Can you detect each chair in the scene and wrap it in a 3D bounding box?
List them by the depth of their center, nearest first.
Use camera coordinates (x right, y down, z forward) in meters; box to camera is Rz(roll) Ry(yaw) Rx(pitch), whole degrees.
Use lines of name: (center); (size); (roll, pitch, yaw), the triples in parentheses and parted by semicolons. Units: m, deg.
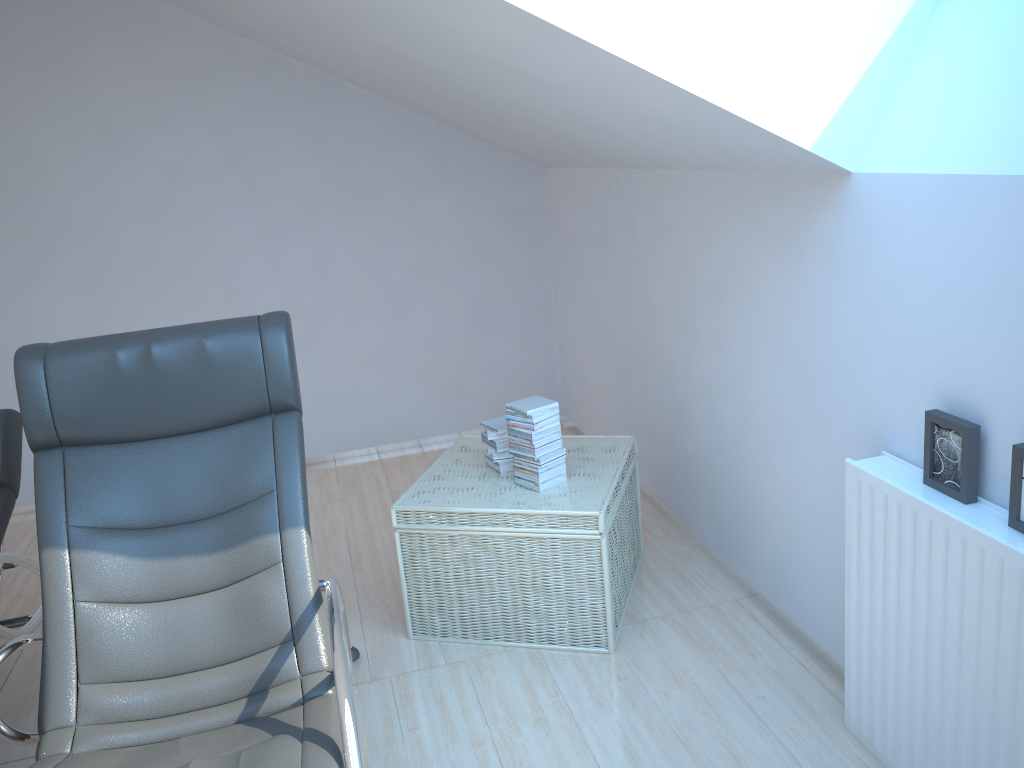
chair: (-0.768, 0.623, 1.949); (0.836, 1.251, 1.938); (-9, 16, -12)
chair: (-1.817, 0.796, 2.267); (0.836, 0.953, 2.114); (-9, 16, -12)

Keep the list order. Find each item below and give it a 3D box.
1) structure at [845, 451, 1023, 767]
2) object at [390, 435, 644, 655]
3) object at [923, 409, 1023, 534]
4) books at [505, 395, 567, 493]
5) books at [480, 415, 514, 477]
structure: (1.108, 0.721, 1.769); (0.120, 0.800, 1.324); (-9, 16, -12)
object: (0.061, 0.554, 3.311); (0.745, 0.518, 0.744); (-1, 16, 17)
object: (1.080, 0.245, 1.679); (0.030, 0.180, 0.846); (-9, 16, -12)
books: (0.082, 0.209, 3.064); (0.149, 0.300, 0.149); (-19, 20, -40)
books: (-0.020, 0.227, 3.257); (0.162, 0.184, 0.165); (-9, 16, -13)
